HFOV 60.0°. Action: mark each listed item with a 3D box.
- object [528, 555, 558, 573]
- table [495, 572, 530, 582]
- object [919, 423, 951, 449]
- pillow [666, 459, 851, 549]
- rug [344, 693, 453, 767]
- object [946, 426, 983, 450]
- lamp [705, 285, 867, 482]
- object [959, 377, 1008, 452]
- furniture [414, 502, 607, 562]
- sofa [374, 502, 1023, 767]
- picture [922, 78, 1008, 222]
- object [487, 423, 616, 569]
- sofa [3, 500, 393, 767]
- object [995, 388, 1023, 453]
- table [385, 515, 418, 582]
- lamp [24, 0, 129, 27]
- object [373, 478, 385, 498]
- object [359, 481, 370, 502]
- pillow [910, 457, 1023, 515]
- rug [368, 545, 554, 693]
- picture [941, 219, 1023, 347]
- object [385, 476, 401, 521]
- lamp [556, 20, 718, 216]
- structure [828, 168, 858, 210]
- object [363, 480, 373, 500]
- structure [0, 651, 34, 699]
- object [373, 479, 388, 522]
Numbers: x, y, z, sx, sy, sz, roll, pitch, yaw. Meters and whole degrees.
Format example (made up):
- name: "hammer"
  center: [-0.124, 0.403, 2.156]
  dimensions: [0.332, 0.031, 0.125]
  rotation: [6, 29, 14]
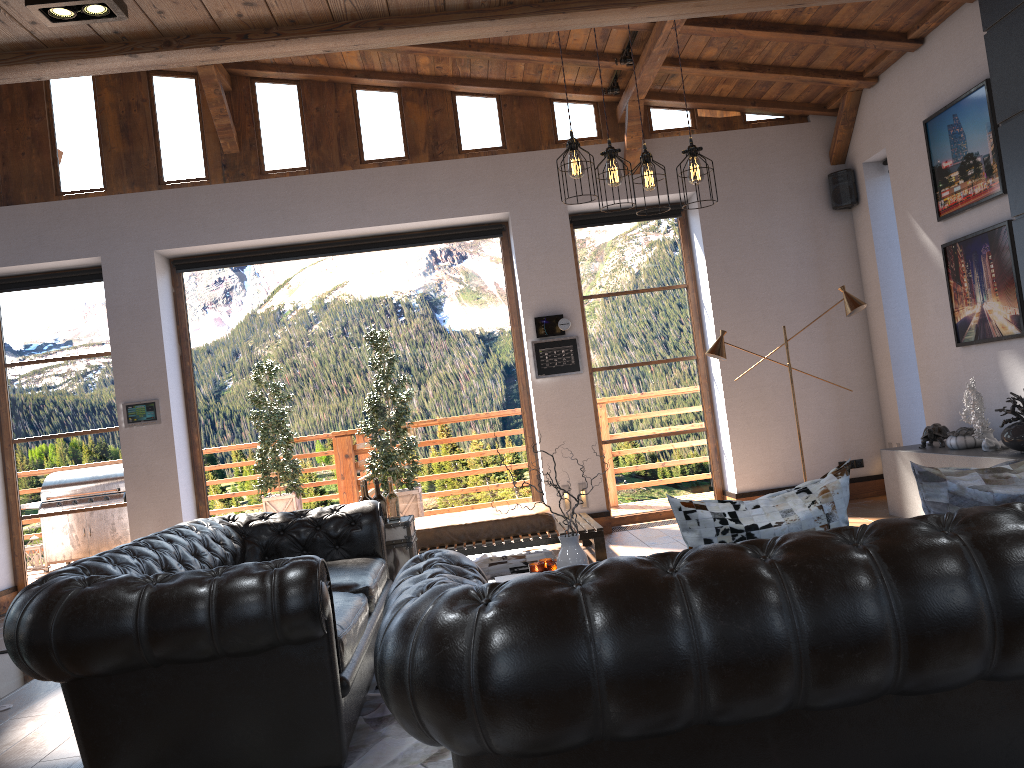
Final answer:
- name: "object"
  center: [0.252, 0.928, 4.498]
  dimensions: [0.243, 0.081, 0.306]
  rotation: [-9, -2, 35]
- name: "table"
  center: [0.261, 1.143, 4.488]
  dimensions: [0.651, 0.350, 0.399]
  rotation: [-7, -2, -4]
- name: "object"
  center: [3.299, 0.400, 6.919]
  dimensions: [0.223, 0.183, 0.410]
  rotation: [-9, -3, 40]
- name: "pillow"
  center: [0.690, 0.466, 2.434]
  dimensions: [0.528, 0.469, 0.283]
  rotation: [-7, -2, -1]
- name: "rug"
  center: [0.421, 1.226, 2.893]
  dimensions: [4.050, 0.053, 2.427]
  rotation: [-7, -2, -3]
- name: "object"
  center: [3.337, 0.394, 6.525]
  dimensions: [0.259, 0.161, 0.281]
  rotation: [-7, -2, -1]
- name: "lamp"
  center: [2.366, 0.208, 7.400]
  dimensions: [1.313, 1.900, 0.531]
  rotation: [-8, -3, 17]
- name: "object"
  center: [3.242, 0.212, 6.164]
  dimensions: [0.432, 0.532, 0.256]
  rotation: [-6, -3, -35]
- name: "furniture"
  center: [-0.692, 1.323, 7.242]
  dimensions: [2.764, 0.437, 1.173]
  rotation: [-7, -2, -4]
- name: "sofa"
  center: [0.922, 0.752, 2.484]
  dimensions: [2.571, 0.838, 1.236]
  rotation: [-7, -2, -5]
- name: "picture"
  center: [3.330, -1.696, 6.557]
  dimensions: [0.036, 0.816, 0.877]
  rotation: [-7, -2, -3]
- name: "object"
  center: [0.206, 0.553, 4.117]
  dimensions: [0.618, 0.808, 0.407]
  rotation: [-7, -2, 7]
- name: "sofa"
  center: [-1.281, 1.092, 4.247]
  dimensions: [1.242, 0.838, 2.560]
  rotation: [-7, -2, -4]
- name: "object"
  center: [3.329, 0.213, 5.734]
  dimensions: [0.331, 0.455, 0.344]
  rotation: [-8, -3, 22]
- name: "table"
  center: [-0.822, 1.203, 5.805]
  dimensions: [0.418, 0.609, 0.404]
  rotation: [-7, -2, -4]
- name: "lamp"
  center: [-1.381, -1.212, 2.817]
  dimensions: [0.261, 0.068, 0.155]
  rotation: [-7, -2, -4]
- name: "object"
  center: [-0.891, 0.769, 5.910]
  dimensions: [0.087, 0.286, 0.088]
  rotation: [-8, -3, 9]
- name: "object"
  center: [-0.953, 0.770, 5.737]
  dimensions: [0.088, 0.286, 0.087]
  rotation: [-6, -3, -27]
- name: "pillow"
  center: [1.364, 0.383, 2.485]
  dimensions: [0.528, 0.469, 0.283]
  rotation: [-7, -2, -1]
- name: "rug"
  center: [-0.810, 1.486, 5.927]
  dimensions: [2.435, 0.053, 3.801]
  rotation: [-7, -2, -2]
- name: "picture"
  center: [3.454, -0.709, 6.512]
  dimensions: [0.036, 0.816, 0.877]
  rotation: [-7, -2, -3]
- name: "object"
  center: [-0.792, 0.754, 5.853]
  dimensions: [0.087, 0.286, 0.088]
  rotation: [-7, -3, 7]
- name: "lamp"
  center: [0.498, -1.954, 4.485]
  dimensions: [0.807, 2.203, 0.260]
  rotation: [-7, -3, -13]
- name: "structure"
  center: [3.142, -1.843, 8.409]
  dimensions: [0.214, 0.349, 0.213]
  rotation: [-7, -2, -4]
- name: "object"
  center: [-0.954, 0.774, 5.840]
  dimensions: [0.086, 0.286, 0.088]
  rotation: [-9, -3, 36]
- name: "structure"
  center: [-8.204, 2.094, 7.017]
  dimensions: [11.045, 6.401, 9.191]
  rotation: [-7, -2, -4]
- name: "object"
  center: [-0.870, 0.762, 5.792]
  dimensions: [0.088, 0.286, 0.086]
  rotation: [-6, -3, -26]
